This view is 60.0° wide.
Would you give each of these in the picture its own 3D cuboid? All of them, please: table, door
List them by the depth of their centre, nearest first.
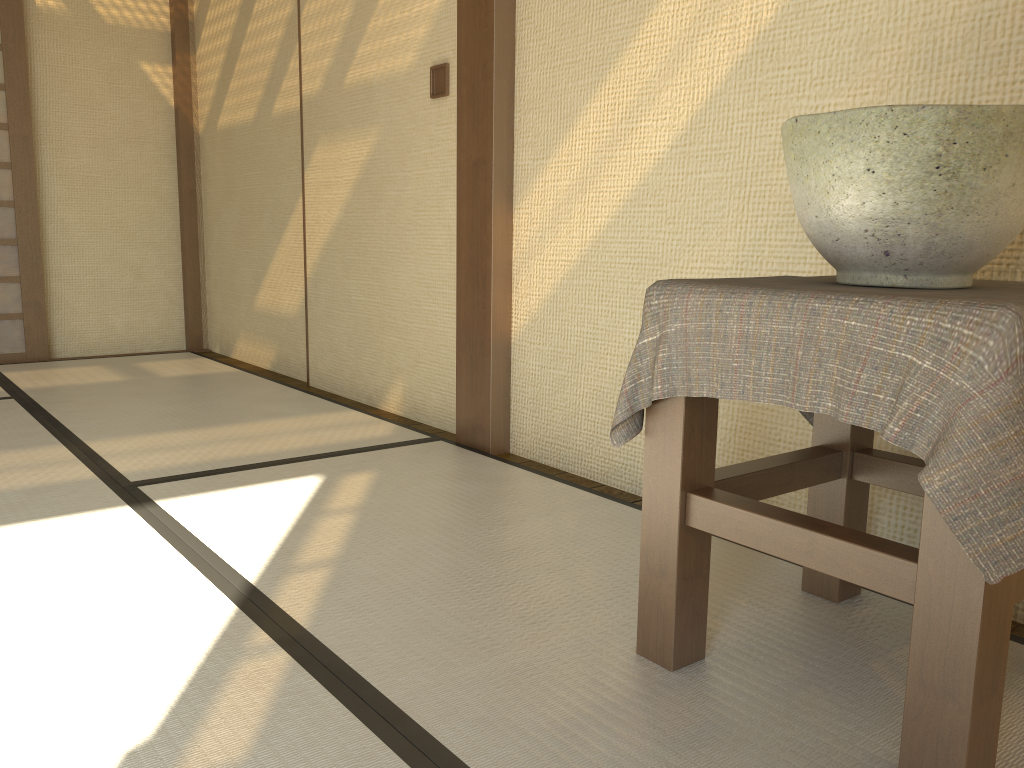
[{"bbox_3d":[0.560,0.148,1.321,0.633,0.595,0.629,-7,12,-37],"label":"table"},{"bbox_3d":[-2.897,-1.173,3.880,1.230,2.265,0.076,-6,12,-37],"label":"door"}]

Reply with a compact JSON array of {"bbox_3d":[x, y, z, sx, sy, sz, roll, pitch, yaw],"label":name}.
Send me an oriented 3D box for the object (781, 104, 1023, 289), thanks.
[{"bbox_3d":[0.556,-0.252,1.245,0.357,0.230,0.358,5,10,22],"label":"object"}]
